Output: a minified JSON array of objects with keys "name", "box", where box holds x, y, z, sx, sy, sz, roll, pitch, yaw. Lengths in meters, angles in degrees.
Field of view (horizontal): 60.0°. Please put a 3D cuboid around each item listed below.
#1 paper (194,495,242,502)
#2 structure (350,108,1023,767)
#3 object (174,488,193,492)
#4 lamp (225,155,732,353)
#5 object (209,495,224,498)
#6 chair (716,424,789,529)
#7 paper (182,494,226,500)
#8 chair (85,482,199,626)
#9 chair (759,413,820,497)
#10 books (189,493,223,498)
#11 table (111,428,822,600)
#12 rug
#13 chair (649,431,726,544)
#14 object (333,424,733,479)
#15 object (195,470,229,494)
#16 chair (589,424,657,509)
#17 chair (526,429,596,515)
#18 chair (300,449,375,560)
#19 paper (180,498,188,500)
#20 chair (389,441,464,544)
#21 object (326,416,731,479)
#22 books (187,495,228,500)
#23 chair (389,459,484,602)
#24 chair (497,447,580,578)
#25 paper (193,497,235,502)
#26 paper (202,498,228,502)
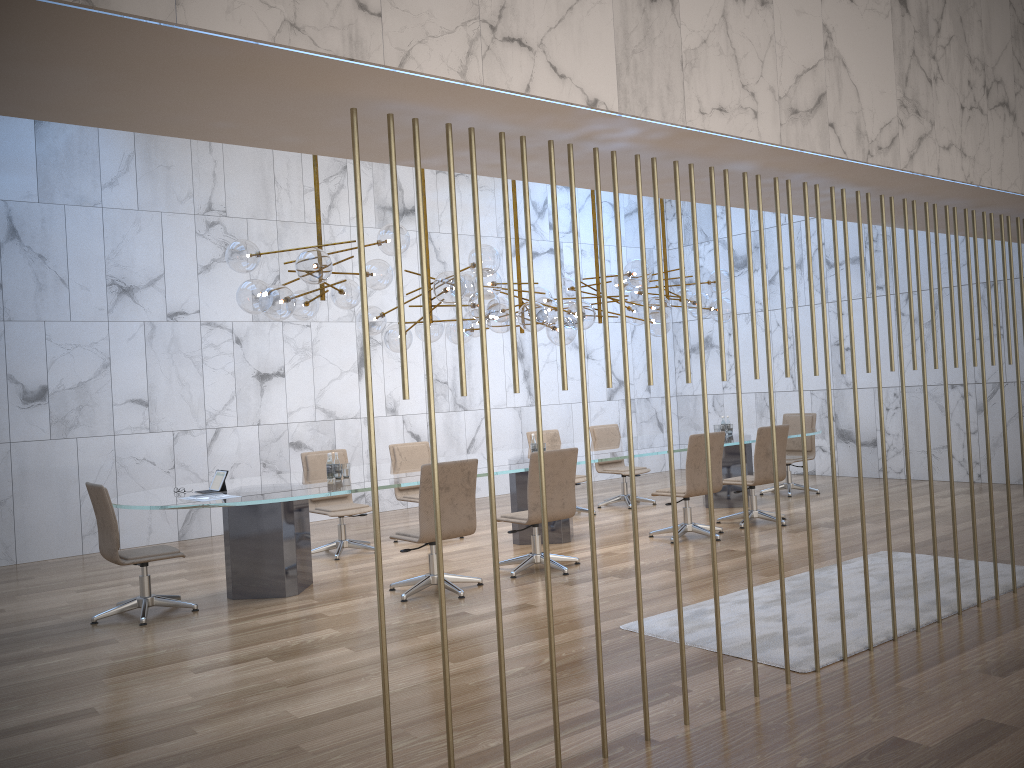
[{"name":"paper","box":[-2.112,0.817,6.340,0.290,0.001,0.210,-3,-1,-44]},{"name":"structure","box":[2.403,0.159,5.139,7.223,2.456,0.023,-3,-1,-37]},{"name":"object","box":[-2.596,0.833,7.005,0.134,0.037,0.096,-4,-1,31]},{"name":"lamp","box":[0.029,-1.680,8.741,5.672,2.716,1.557,-3,-1,-37]},{"name":"object","box":[-2.119,0.807,6.381,0.011,0.011,0.158,-4,-1,28]},{"name":"chair","box":[2.469,0.924,9.039,0.726,1.000,0.697,-3,-1,-37]},{"name":"paper","box":[-2.260,0.827,6.519,0.290,0.001,0.210,-3,-1,-39]},{"name":"chair","box":[-2.740,1.196,6.502,0.697,1.000,0.726,-3,-1,-37]},{"name":"chair","box":[3.508,0.885,11.237,0.697,1.000,0.726,-3,-1,-37]},{"name":"books","box":[-2.242,0.816,6.505,0.205,0.012,0.126,-3,-1,-40]},{"name":"table","box":[0.285,1.123,8.785,7.924,0.835,2.092,-3,-1,-37]},{"name":"rug","box":[2.241,1.391,5.818,3.025,0.034,1.320,-3,-1,-38]},{"name":"chair","box":[1.679,0.963,8.439,0.726,1.000,0.697,-3,-1,-37]},{"name":"object","box":[0.524,0.634,8.948,5.112,0.117,0.183,-3,-1,-37]},{"name":"object","box":[-2.337,0.756,6.878,0.205,0.159,0.255,-3,-1,-37]},{"name":"chair","box":[1.355,1.006,11.000,0.726,1.000,0.697,-3,-1,-38]},{"name":"chair","box":[0.559,1.045,10.395,0.726,1.000,0.697,-3,-1,-38]},{"name":"chair","box":[-1.696,1.157,8.682,0.726,1.000,0.697,-3,-1,-38]},{"name":"paper","box":[-2.273,0.829,6.524,0.290,0.001,0.210,-3,-1,-40]},{"name":"chair","box":[-0.910,1.118,9.279,0.726,1.000,0.697,-3,-1,-38]},{"name":"object","box":[0.502,0.587,8.996,5.189,0.213,0.124,-3,-1,-37]},{"name":"books","box":[-2.200,0.818,6.424,0.239,0.012,0.205,-4,-1,40]},{"name":"chair","box":[-0.589,1.076,6.717,0.726,1.000,0.697,-3,-1,-37]},{"name":"chair","box":[0.206,1.036,7.321,0.726,1.000,0.697,-3,-1,-37]},{"name":"paper","box":[-2.112,0.817,6.340,0.290,0.001,0.210,-3,-1,-45]},{"name":"paper","box":[-2.112,0.818,6.340,0.290,0.001,0.210,-3,-1,-43]}]
